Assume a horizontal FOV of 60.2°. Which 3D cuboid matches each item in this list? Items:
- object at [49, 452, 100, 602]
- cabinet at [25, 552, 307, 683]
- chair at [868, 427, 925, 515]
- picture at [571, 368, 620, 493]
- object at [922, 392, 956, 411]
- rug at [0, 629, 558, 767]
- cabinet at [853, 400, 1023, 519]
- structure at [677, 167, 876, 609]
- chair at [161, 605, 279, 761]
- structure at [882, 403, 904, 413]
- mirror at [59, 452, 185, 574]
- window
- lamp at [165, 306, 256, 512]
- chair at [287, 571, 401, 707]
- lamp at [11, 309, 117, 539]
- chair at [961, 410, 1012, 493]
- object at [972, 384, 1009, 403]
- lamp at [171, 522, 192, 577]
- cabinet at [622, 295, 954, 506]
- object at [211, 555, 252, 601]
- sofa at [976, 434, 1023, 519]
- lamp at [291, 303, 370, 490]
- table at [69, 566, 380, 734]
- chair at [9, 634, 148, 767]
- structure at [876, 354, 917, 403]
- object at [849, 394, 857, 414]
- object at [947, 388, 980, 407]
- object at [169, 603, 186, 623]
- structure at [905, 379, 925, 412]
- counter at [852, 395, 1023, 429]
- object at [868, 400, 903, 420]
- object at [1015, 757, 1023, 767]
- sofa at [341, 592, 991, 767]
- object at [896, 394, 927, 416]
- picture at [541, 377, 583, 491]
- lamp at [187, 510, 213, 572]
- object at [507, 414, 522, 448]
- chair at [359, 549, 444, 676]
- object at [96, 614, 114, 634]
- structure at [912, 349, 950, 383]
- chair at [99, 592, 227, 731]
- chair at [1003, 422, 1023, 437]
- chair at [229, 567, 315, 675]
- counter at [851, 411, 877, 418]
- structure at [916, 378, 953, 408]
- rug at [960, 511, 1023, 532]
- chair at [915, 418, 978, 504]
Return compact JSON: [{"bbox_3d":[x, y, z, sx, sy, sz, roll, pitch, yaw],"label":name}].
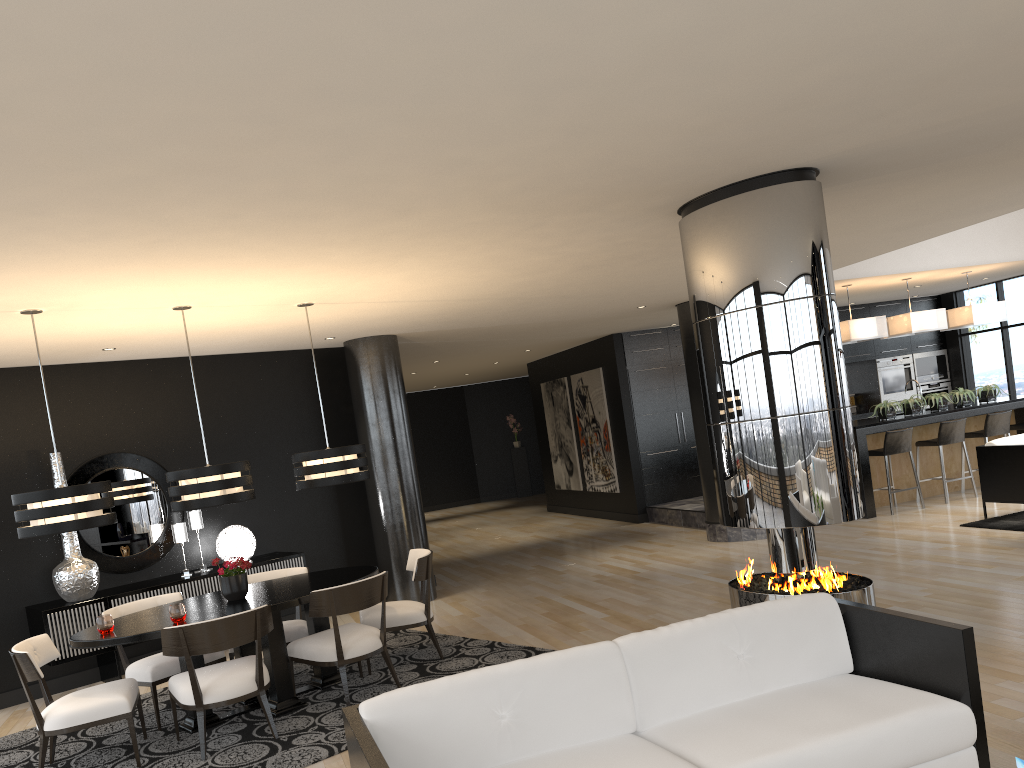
[{"bbox_3d":[-3.604,1.157,7.162,0.341,1.212,0.345,-10,3,-32],"label":"object"},{"bbox_3d":[-2.912,2.080,7.761,2.221,0.768,0.614,-7,-1,-40],"label":"cabinet"},{"bbox_3d":[4.436,1.016,10.346,0.474,0.966,0.520,-9,2,-18],"label":"chair"},{"bbox_3d":[1.287,0.737,13.626,0.076,1.878,1.158,-9,1,-19],"label":"picture"},{"bbox_3d":[5.246,0.209,10.773,0.407,0.217,0.397,-9,-1,7],"label":"object"},{"bbox_3d":[-1.788,2.209,5.945,3.695,0.011,2.735,-6,-4,-41],"label":"rug"},{"bbox_3d":[5.269,0.888,11.102,3.101,1.040,1.183,-8,-1,-18],"label":"cabinet"},{"bbox_3d":[1.499,0.295,4.983,0.583,2.749,0.895,-10,3,-30],"label":"structure"},{"bbox_3d":[-1.753,1.772,5.335,0.638,0.808,0.619,-9,1,-31],"label":"chair"},{"bbox_3d":[6.219,0.634,14.072,0.698,0.709,0.086,-8,3,-18],"label":"structure"},{"bbox_3d":[-3.428,1.132,7.777,1.068,1.080,0.025,-8,2,-40],"label":"mirror"},{"bbox_3d":[3.094,-0.950,5.665,15.788,4.794,10.187,-7,-2,-31],"label":"window"},{"bbox_3d":[-2.076,0.147,5.841,0.531,1.332,0.538,-10,3,-41],"label":"lamp"},{"bbox_3d":[-1.124,1.707,5.916,0.620,0.808,0.637,-8,1,42],"label":"chair"},{"bbox_3d":[-2.753,0.220,5.264,0.531,1.332,0.538,-10,3,-41],"label":"lamp"},{"bbox_3d":[5.832,0.830,10.801,0.474,0.966,0.520,-9,2,-18],"label":"chair"},{"bbox_3d":[5.946,0.119,11.063,0.398,0.217,0.406,-9,-2,7],"label":"object"},{"bbox_3d":[-2.909,1.460,7.795,0.124,0.466,0.132,-9,2,-18],"label":"lamp"},{"bbox_3d":[4.333,0.193,13.801,5.703,2.533,0.729,-8,2,-18],"label":"cabinet"},{"bbox_3d":[-1.861,1.296,5.915,0.236,0.299,0.230,-9,1,-38],"label":"object"},{"bbox_3d":[5.853,0.815,8.916,2.023,0.805,0.841,-8,0,-18],"label":"sofa"},{"bbox_3d":[-1.398,0.074,6.417,0.531,1.332,0.538,-10,3,-41],"label":"lamp"},{"bbox_3d":[-1.788,1.825,5.957,2.091,0.770,1.217,-7,-2,-39],"label":"table"},{"bbox_3d":[-2.577,1.891,5.259,0.613,0.808,0.644,-9,1,-20],"label":"chair"},{"bbox_3d":[6.113,-0.080,14.038,0.698,0.709,0.086,-8,3,-18],"label":"structure"},{"bbox_3d":[5.441,0.342,14.425,0.364,0.316,0.114,-8,2,-18],"label":"object"},{"bbox_3d":[5.598,0.151,10.890,0.407,0.239,0.397,-9,-1,7],"label":"object"},{"bbox_3d":[-2.026,1.388,5.349,0.095,0.106,0.096,-9,0,-30],"label":"object"},{"bbox_3d":[5.110,0.457,11.360,2.764,1.021,0.657,-8,1,-18],"label":"structure"},{"bbox_3d":[5.191,0.358,11.077,3.101,0.032,1.184,-8,-3,-18],"label":"counter"},{"bbox_3d":[4.436,0.308,10.561,0.407,0.239,0.397,-9,-1,7],"label":"object"},{"bbox_3d":[0.930,0.924,1.504,0.356,0.632,0.369,-8,1,1],"label":"object"},{"bbox_3d":[0.531,1.325,3.050,2.023,0.805,0.841,-8,0,-18],"label":"sofa"},{"bbox_3d":[4.829,0.255,10.663,0.398,0.239,0.406,-9,-1,7],"label":"object"},{"bbox_3d":[0.852,0.866,14.963,0.076,1.878,1.158,-9,1,-19],"label":"picture"},{"bbox_3d":[-2.822,1.412,7.951,0.132,0.551,0.124,-8,2,12],"label":"lamp"},{"bbox_3d":[0.076,1.068,20.252,0.339,0.789,0.227,-8,2,11],"label":"object"},{"bbox_3d":[-0.845,1.702,6.674,0.614,0.808,0.643,-9,1,-12],"label":"chair"},{"bbox_3d":[-2.455,1.451,5.328,0.095,0.106,0.095,-8,0,15],"label":"object"},{"bbox_3d":[6.767,-0.288,14.242,0.673,0.475,0.026,-8,2,-18],"label":"structure"},{"bbox_3d":[-2.418,1.911,6.155,0.620,0.808,0.638,-8,1,35],"label":"chair"},{"bbox_3d":[6.466,0.746,11.007,0.474,0.966,0.520,-9,2,-18],"label":"chair"},{"bbox_3d":[-1.793,1.841,6.639,0.641,0.808,0.617,-9,1,-12],"label":"chair"},{"bbox_3d":[4.391,0.647,13.845,2.849,0.034,0.733,-8,-3,-18],"label":"counter"},{"bbox_3d":[6.834,0.173,14.265,0.675,0.446,0.070,-8,2,-18],"label":"structure"},{"bbox_3d":[6.272,1.113,8.066,3.021,0.011,2.491,-8,-3,-17],"label":"rug"},{"bbox_3d":[5.175,0.918,10.587,0.474,0.966,0.520,-9,2,-18],"label":"chair"}]
